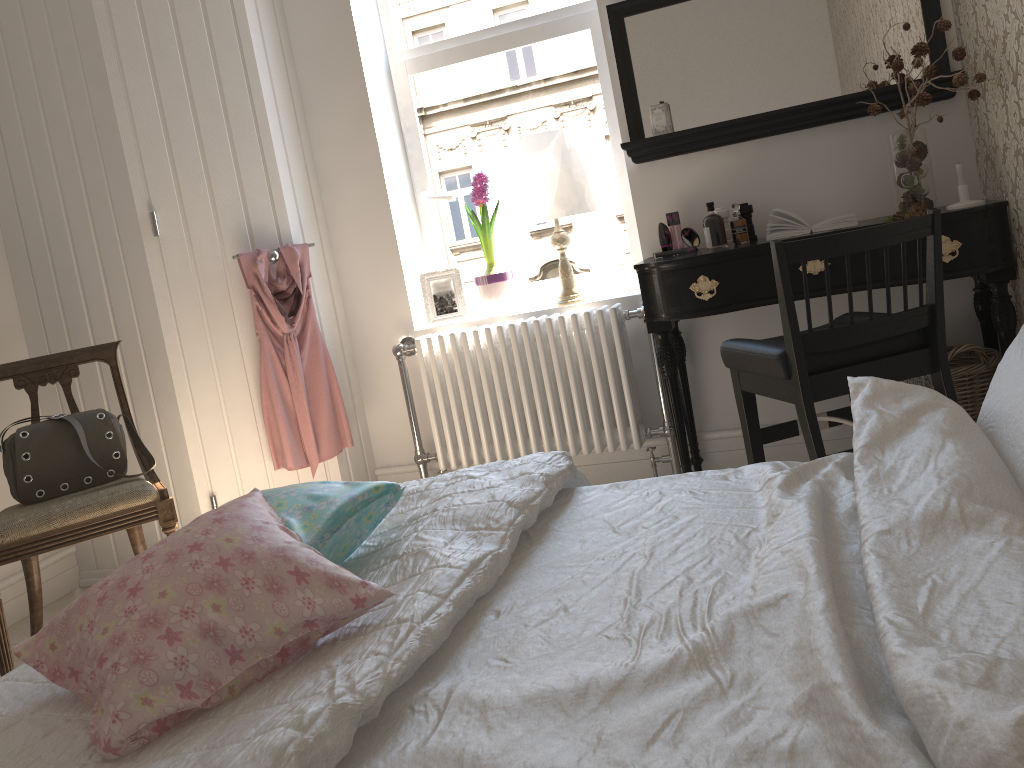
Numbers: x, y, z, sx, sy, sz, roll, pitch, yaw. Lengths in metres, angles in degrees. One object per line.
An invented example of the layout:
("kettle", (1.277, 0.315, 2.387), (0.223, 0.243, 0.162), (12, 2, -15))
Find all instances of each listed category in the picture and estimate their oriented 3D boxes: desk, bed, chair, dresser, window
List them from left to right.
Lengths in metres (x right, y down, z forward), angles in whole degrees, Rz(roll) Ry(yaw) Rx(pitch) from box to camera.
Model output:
("chair", (-1.338, 0.357, 2.689), (0.525, 0.885, 0.537), (-13, 6, -26))
("dresser", (-1.310, -0.626, 3.396), (1.019, 2.567, 0.710), (-9, 4, 18))
("window", (-0.037, -1.194, 3.562), (0.944, 1.772, 0.112), (-9, 4, 18))
("bed", (0.054, 0.458, 1.242), (2.200, 0.627, 1.982), (-8, 9, 18))
("desk", (1.031, -0.086, 2.870), (1.100, 0.818, 0.441), (-8, 5, 18))
("chair", (0.874, 0.012, 2.332), (0.458, 0.856, 0.459), (-12, 5, -12))

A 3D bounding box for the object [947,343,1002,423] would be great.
("object", (1.349, 0.065, 2.795), (0.398, 0.429, 0.392), (-16, 8, -39))

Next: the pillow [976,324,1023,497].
("pillow", (0.789, 0.078, 1.261), (0.203, 0.301, 0.569), (-9, 8, 18))

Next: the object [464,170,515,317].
("object", (-0.098, -0.559, 3.508), (0.156, 0.574, 0.158), (-11, 4, 4))

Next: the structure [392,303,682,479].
("structure", (0.082, 0.094, 3.330), (1.062, 0.678, 0.168), (-8, 4, 18))

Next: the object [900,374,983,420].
("object", (1.316, 0.088, 2.770), (0.353, 0.353, 0.289), (-15, 7, -32))

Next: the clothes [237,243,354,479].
("clothes", (-0.802, -0.083, 3.278), (0.334, 0.871, 0.092), (-15, 5, -42))

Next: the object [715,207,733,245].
("object", (0.731, -0.544, 3.054), (0.058, 0.133, 0.057), (-12, 5, -21))

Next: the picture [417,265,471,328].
("picture", (-0.273, -0.350, 3.541), (0.176, 0.224, 0.050), (-11, 4, -2))

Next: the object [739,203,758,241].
("object", (0.812, -0.560, 3.055), (0.058, 0.133, 0.057), (-12, 5, -21))

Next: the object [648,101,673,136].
("object", (0.525, -0.939, 3.123), (0.072, 0.120, 0.037), (-9, 4, 23))

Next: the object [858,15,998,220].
("object", (1.215, -0.780, 2.592), (0.318, 0.595, 0.545), (-12, 6, -10))

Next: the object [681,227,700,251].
("object", (0.601, -0.498, 3.057), (0.083, 0.085, 0.079), (-15, 7, -31))

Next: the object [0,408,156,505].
("object", (-1.309, 0.195, 2.659), (0.404, 0.246, 0.212), (-15, 7, -27))

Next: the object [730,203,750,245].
("object", (0.761, -0.539, 2.971), (0.055, 0.138, 0.054), (-13, 5, -32))

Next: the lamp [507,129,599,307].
("lamp", (0.170, -0.629, 3.395), (0.337, 0.648, 0.346), (-8, 5, 30))

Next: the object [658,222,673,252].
("object", (0.537, -0.509, 3.092), (0.055, 0.119, 0.030), (-14, 5, -33))

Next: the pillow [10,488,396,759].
("pillow", (-0.414, 0.294, 1.166), (0.399, 0.201, 0.352), (-17, 10, -39))

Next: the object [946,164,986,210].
("object", (1.345, -0.591, 2.633), (0.106, 0.130, 0.104), (-15, 7, -36))

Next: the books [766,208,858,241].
("books", (0.973, -0.544, 2.886), (0.277, 0.095, 0.229), (-8, 9, 20))

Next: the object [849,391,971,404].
("object", (1.281, 0.069, 2.818), (0.365, 0.330, 0.307), (-8, 6, 19))

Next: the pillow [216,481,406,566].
("pillow", (-0.414, 0.269, 1.457), (0.360, 0.167, 0.387), (-7, 9, 23))

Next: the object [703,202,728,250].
("object", (0.679, -0.534, 2.972), (0.070, 0.157, 0.071), (-10, 5, 13))

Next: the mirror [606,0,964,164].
("mirror", (0.880, -1.134, 2.986), (1.112, 0.569, 0.067), (-8, 4, 18))
